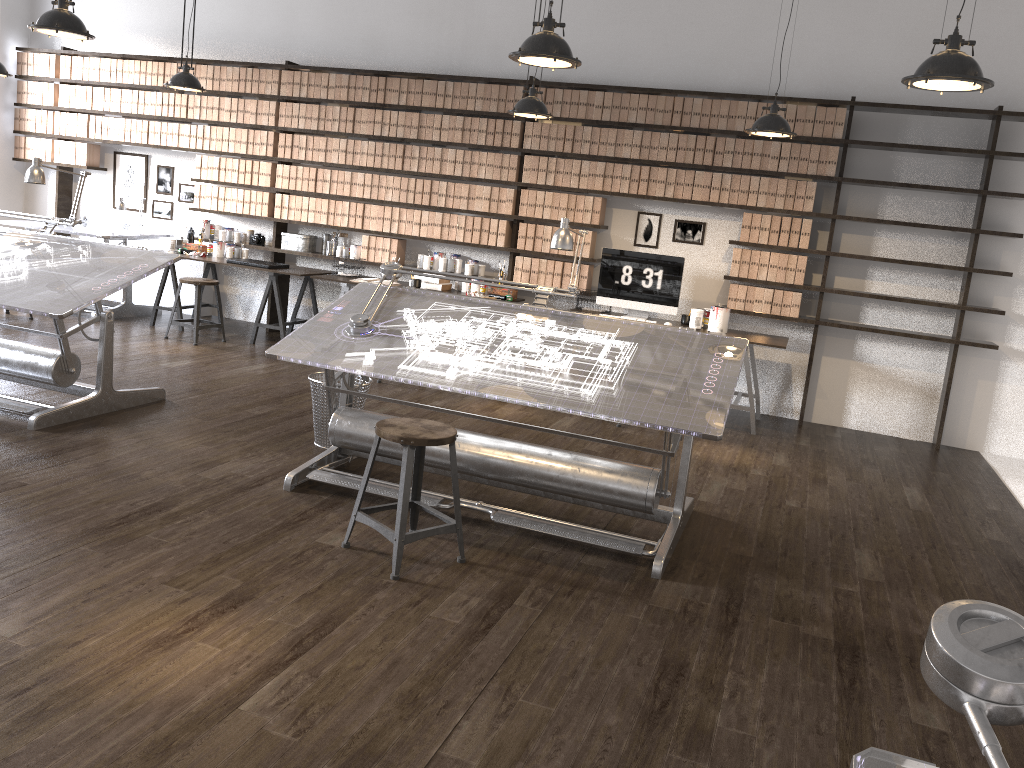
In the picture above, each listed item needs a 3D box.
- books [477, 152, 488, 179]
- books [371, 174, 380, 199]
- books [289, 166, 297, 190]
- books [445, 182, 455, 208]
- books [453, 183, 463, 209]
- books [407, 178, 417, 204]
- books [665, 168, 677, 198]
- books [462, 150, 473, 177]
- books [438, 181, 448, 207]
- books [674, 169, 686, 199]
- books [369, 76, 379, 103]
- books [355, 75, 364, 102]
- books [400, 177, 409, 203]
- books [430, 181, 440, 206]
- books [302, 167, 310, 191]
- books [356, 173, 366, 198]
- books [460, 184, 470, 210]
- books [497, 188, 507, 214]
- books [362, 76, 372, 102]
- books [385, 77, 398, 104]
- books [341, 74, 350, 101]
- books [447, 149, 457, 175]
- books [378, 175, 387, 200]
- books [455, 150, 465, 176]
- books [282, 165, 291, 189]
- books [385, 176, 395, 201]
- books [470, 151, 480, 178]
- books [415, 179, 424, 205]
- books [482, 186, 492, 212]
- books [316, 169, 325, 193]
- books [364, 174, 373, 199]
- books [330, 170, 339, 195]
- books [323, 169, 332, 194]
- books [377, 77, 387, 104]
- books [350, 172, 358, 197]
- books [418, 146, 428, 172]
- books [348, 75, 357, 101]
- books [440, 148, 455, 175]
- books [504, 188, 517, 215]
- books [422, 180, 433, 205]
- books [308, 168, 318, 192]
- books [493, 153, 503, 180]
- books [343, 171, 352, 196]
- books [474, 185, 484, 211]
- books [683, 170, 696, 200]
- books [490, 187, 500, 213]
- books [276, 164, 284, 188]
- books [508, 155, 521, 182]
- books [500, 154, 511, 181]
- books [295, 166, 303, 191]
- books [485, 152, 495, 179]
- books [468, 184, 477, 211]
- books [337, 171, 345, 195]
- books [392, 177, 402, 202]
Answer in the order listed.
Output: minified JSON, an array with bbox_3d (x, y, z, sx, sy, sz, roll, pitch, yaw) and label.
[{"bbox_3d":[-0.220,-1.839,7.486,0.067,0.224,0.175,9,10,18],"label":"books"},{"bbox_3d":[-1.170,-1.733,7.830,0.067,0.224,0.175,9,10,18],"label":"books"},{"bbox_3d":[-1.952,-1.871,8.082,0.067,0.224,0.175,9,10,18],"label":"books"},{"bbox_3d":[-0.499,-1.613,7.610,0.067,0.224,0.175,9,10,18],"label":"books"},{"bbox_3d":[-0.432,-1.601,7.588,0.067,0.224,0.175,9,10,18],"label":"books"},{"bbox_3d":[-0.844,-1.674,7.722,0.067,0.224,0.175,9,10,18],"label":"books"},{"bbox_3d":[1.267,-1.581,6.996,0.067,0.224,0.175,9,10,18],"label":"books"},{"bbox_3d":[-0.351,-1.863,7.531,0.067,0.224,0.175,9,10,18],"label":"books"},{"bbox_3d":[-0.567,-1.625,7.628,0.067,0.224,0.175,9,10,18],"label":"books"},{"bbox_3d":[1.334,-1.569,6.978,0.067,0.224,0.175,9,10,18],"label":"books"},{"bbox_3d":[-1.168,-2.558,7.743,0.067,0.224,0.175,9,10,18],"label":"books"},{"bbox_3d":[-1.301,-2.582,7.786,0.067,0.224,0.175,9,10,18],"label":"books"},{"bbox_3d":[-0.905,-1.684,7.737,0.067,0.224,0.175,9,10,18],"label":"books"},{"bbox_3d":[-0.632,-1.637,7.655,0.067,0.224,0.175,9,10,18],"label":"books"},{"bbox_3d":[-1.829,-1.850,8.048,0.067,0.224,0.175,9,10,18],"label":"books"},{"bbox_3d":[-1.305,-1.756,7.872,0.067,0.224,0.175,9,10,18],"label":"books"},{"bbox_3d":[-0.371,-1.589,7.562,0.067,0.224,0.175,9,10,18],"label":"books"},{"bbox_3d":[-0.053,-1.534,7.465,0.067,0.224,0.175,9,10,18],"label":"books"},{"bbox_3d":[-1.236,-2.570,7.760,0.067,0.224,0.175,9,10,18],"label":"books"},{"bbox_3d":[-1.028,-2.533,7.697,0.067,0.224,0.175,9,10,18],"label":"books"},{"bbox_3d":[-1.433,-2.604,7.823,0.067,0.224,0.175,9,10,18],"label":"books"},{"bbox_3d":[-0.485,-1.886,7.573,0.067,0.224,0.175,9,10,18],"label":"books"},{"bbox_3d":[-1.104,-1.721,7.810,0.067,0.224,0.175,9,10,18],"label":"books"},{"bbox_3d":[-0.418,-1.874,7.549,0.067,0.224,0.175,9,10,18],"label":"books"},{"bbox_3d":[-2.020,-1.883,8.104,0.067,0.224,0.175,9,10,18],"label":"books"},{"bbox_3d":[-1.040,-1.709,7.785,0.067,0.224,0.175,9,10,18],"label":"books"},{"bbox_3d":[-0.284,-1.851,7.511,0.067,0.224,0.175,9,10,18],"label":"books"},{"bbox_3d":[-0.772,-1.662,7.701,0.067,0.224,0.175,9,10,18],"label":"books"},{"bbox_3d":[-0.186,-1.557,7.502,0.067,0.224,0.175,9,10,18],"label":"books"},{"bbox_3d":[-1.689,-1.825,8.002,0.067,0.224,0.175,9,10,18],"label":"books"},{"bbox_3d":[-1.237,-1.744,7.848,0.067,0.224,0.175,9,10,18],"label":"books"},{"bbox_3d":[-1.556,-1.801,7.958,0.067,0.224,0.175,9,10,18],"label":"books"},{"bbox_3d":[-1.623,-1.813,7.976,0.067,0.224,0.175,9,10,18],"label":"books"},{"bbox_3d":[-1.099,-2.545,7.714,0.067,0.224,0.175,9,10,18],"label":"books"},{"bbox_3d":[-1.363,-1.767,7.893,0.067,0.224,0.175,9,10,18],"label":"books"},{"bbox_3d":[-0.736,-1.932,7.659,0.067,0.224,0.175,9,10,18],"label":"books"},{"bbox_3d":[-1.368,-2.594,7.808,0.067,0.224,0.175,9,10,18],"label":"books"},{"bbox_3d":[-0.544,-1.897,7.594,0.067,0.224,0.175,9,10,18],"label":"books"},{"bbox_3d":[0.006,-1.522,7.438,0.067,0.224,0.175,9,10,18],"label":"books"},{"bbox_3d":[-0.704,-1.649,7.673,0.067,0.224,0.175,9,10,18],"label":"books"},{"bbox_3d":[-1.761,-1.837,8.020,0.067,0.224,0.175,9,10,18],"label":"books"},{"bbox_3d":[-0.091,-1.815,7.440,0.067,0.224,0.175,9,10,18],"label":"books"},{"bbox_3d":[-1.428,-1.777,7.910,0.067,0.224,0.175,9,10,18],"label":"books"},{"bbox_3d":[-0.248,-1.568,7.525,0.067,0.224,0.175,9,10,18],"label":"books"},{"bbox_3d":[1.399,-1.558,6.955,0.067,0.224,0.175,9,10,18],"label":"books"},{"bbox_3d":[-0.119,-1.546,7.484,0.067,0.224,0.175,9,10,18],"label":"books"},{"bbox_3d":[-2.087,-1.895,8.130,0.067,0.224,0.175,9,10,18],"label":"books"},{"bbox_3d":[0.036,-1.794,7.404,0.067,0.224,0.175,9,10,18],"label":"books"},{"bbox_3d":[-0.030,-1.806,7.425,0.067,0.224,0.175,9,10,18],"label":"books"},{"bbox_3d":[-1.891,-1.861,8.066,0.067,0.224,0.175,9,10,18],"label":"books"},{"bbox_3d":[-0.153,-1.827,7.461,0.067,0.224,0.175,9,10,18],"label":"books"},{"bbox_3d":[-0.307,-1.579,7.546,0.067,0.224,0.175,9,10,18],"label":"books"},{"bbox_3d":[-1.489,-1.790,7.936,0.067,0.224,0.175,9,10,18],"label":"books"},{"bbox_3d":[-0.973,-1.696,7.760,0.067,0.224,0.175,9,10,18],"label":"books"}]
